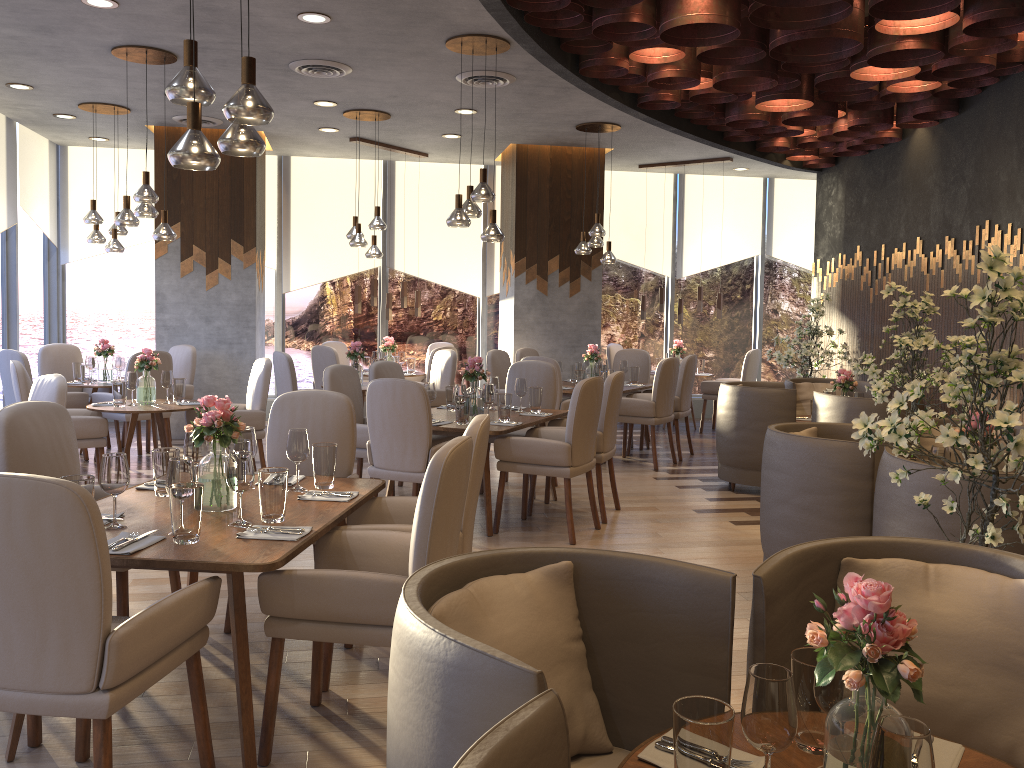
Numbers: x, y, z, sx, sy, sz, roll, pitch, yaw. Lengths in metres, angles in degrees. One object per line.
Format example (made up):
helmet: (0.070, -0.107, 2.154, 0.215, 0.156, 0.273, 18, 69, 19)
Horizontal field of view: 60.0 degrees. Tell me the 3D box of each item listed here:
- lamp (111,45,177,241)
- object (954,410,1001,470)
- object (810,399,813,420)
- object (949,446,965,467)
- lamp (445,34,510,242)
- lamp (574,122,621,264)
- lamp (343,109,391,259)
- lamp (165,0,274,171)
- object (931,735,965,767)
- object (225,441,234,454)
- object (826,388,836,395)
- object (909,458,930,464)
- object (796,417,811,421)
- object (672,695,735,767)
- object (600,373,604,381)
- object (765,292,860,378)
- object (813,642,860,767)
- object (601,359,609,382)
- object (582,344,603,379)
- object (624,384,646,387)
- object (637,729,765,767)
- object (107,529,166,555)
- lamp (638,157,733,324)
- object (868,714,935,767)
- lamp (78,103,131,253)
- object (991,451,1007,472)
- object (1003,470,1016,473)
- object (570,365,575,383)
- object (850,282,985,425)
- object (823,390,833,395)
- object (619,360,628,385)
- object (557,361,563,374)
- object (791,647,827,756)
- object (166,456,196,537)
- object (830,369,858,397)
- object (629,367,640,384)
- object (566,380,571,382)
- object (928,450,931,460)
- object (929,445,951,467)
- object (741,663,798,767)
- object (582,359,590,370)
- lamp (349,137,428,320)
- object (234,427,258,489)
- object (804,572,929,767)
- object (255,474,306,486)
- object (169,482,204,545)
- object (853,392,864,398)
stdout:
lamp: (-2.658, -1.714, 6.422, 0.439, 1.324, 0.440, 1, 3, -8)
object: (2.143, 0.325, 4.085, 0.198, 0.415, 0.210, 1, 3, 2)
object: (2.382, 0.210, 6.922, 0.102, 0.178, 0.102, 4, 4, 37)
object: (2.119, 0.396, 4.249, 0.092, 0.244, 0.092, 0, 3, -16)
lamp: (-0.241, -1.643, 6.042, 0.439, 1.324, 0.440, 1, 3, -5)
lamp: (0.830, -1.845, 8.675, 0.439, 1.324, 0.440, -1, 3, -25)
lamp: (-1.362, -1.850, 8.296, 0.439, 1.324, 0.440, 1, 3, -3)
lamp: (-1.027, -1.411, 3.117, 0.439, 1.324, 0.440, 3, 4, 29)
object: (0.747, 0.703, 1.669, 0.157, 0.019, 0.255, 4, 6, 36)
object: (-1.133, 0.321, 3.660, 0.102, 0.178, 0.102, 2, 3, 9)
object: (2.569, 0.160, 7.162, 0.092, 0.244, 0.092, -1, 4, -33)
object: (1.863, 0.439, 4.079, 0.102, 0.178, 0.102, -1, 4, -25)
object: (2.363, 0.275, 7.092, 0.255, 0.019, 0.158, 2, 5, 11)
object: (0.319, 0.631, 1.486, 0.102, 0.178, 0.102, 3, 4, 34)
object: (0.932, -0.107, 9.185, 0.102, 0.178, 0.102, 3, 4, 26)
object: (2.761, -0.054, 8.260, 0.746, 1.613, 0.790, 1, 3, -4)
object: (0.593, 0.593, 1.606, 0.092, 0.244, 0.092, 3, 4, 38)
object: (0.946, -0.131, 9.075, 0.092, 0.244, 0.092, 1, 3, 10)
object: (0.800, -0.189, 8.766, 0.198, 0.415, 0.210, -1, 4, -33)
object: (1.189, 0.009, 8.804, 0.255, 0.019, 0.157, 4, 6, 33)
object: (0.376, 0.698, 1.646, 0.255, 0.019, 0.157, 5, 6, 38)
object: (-1.172, 0.479, 2.718, 0.157, 0.019, 0.255, 2, 5, 8)
lamp: (2.043, -1.687, 10.622, 1.162, 1.928, 0.118, 3, 4, 35)
object: (0.568, 0.618, 1.296, 0.092, 0.244, 0.092, 2, 3, 12)
lamp: (-3.764, -1.881, 8.198, 0.439, 1.324, 0.440, -2, 4, -43)
object: (2.156, 0.424, 3.931, 0.092, 0.244, 0.092, -1, 4, -37)
object: (2.172, 0.466, 3.825, 0.102, 0.178, 0.102, 2, 4, 24)
object: (0.643, -0.100, 9.042, 0.102, 0.178, 0.102, 4, 4, 38)
object: (2.491, 0.177, 5.447, 0.788, 1.613, 0.747, 2, 3, 16)
object: (2.481, 0.175, 6.967, 0.092, 0.244, 0.092, -1, 4, -37)
object: (1.128, -0.117, 8.952, 0.092, 0.244, 0.092, 0, 3, -14)
object: (0.444, -0.096, 8.566, 0.092, 0.244, 0.092, 0, 3, -10)
object: (0.591, 0.616, 1.717, 0.102, 0.178, 0.102, 0, 3, -8)
object: (-1.058, 0.359, 2.835, 0.092, 0.244, 0.092, 2, 3, 11)
object: (2.636, 0.087, 7.023, 0.198, 0.415, 0.210, -1, 4, -33)
object: (1.237, -0.084, 8.960, 0.102, 0.178, 0.102, -1, 4, -30)
object: (0.684, -0.033, 9.207, 0.255, 0.019, 0.157, 4, 6, 32)
object: (2.099, 0.420, 4.359, 0.102, 0.178, 0.102, 0, 3, -8)
object: (1.972, 0.407, 4.092, 0.092, 0.244, 0.092, -2, 4, -42)
object: (0.429, 0.600, 1.482, 0.092, 0.244, 0.092, -1, 4, -27)
object: (0.752, -0.132, 9.049, 0.092, 0.244, 0.092, -1, 4, -33)
lamp: (-1.367, -1.684, 9.922, 0.118, 1.928, 1.162, 3, 4, 35)
object: (-1.072, 0.297, 3.567, 0.092, 0.244, 0.092, 1, 3, 6)
object: (0.577, 0.519, 1.454, 0.198, 0.415, 0.210, 2, 3, 12)
object: (-0.972, 0.400, 3.704, 0.157, 0.019, 0.255, 1, 5, 3)
object: (-1.007, 0.400, 2.741, 0.102, 0.178, 0.102, 0, 4, -16)
object: (2.684, 0.186, 6.871, 0.092, 0.244, 0.092, 3, 4, 30)
